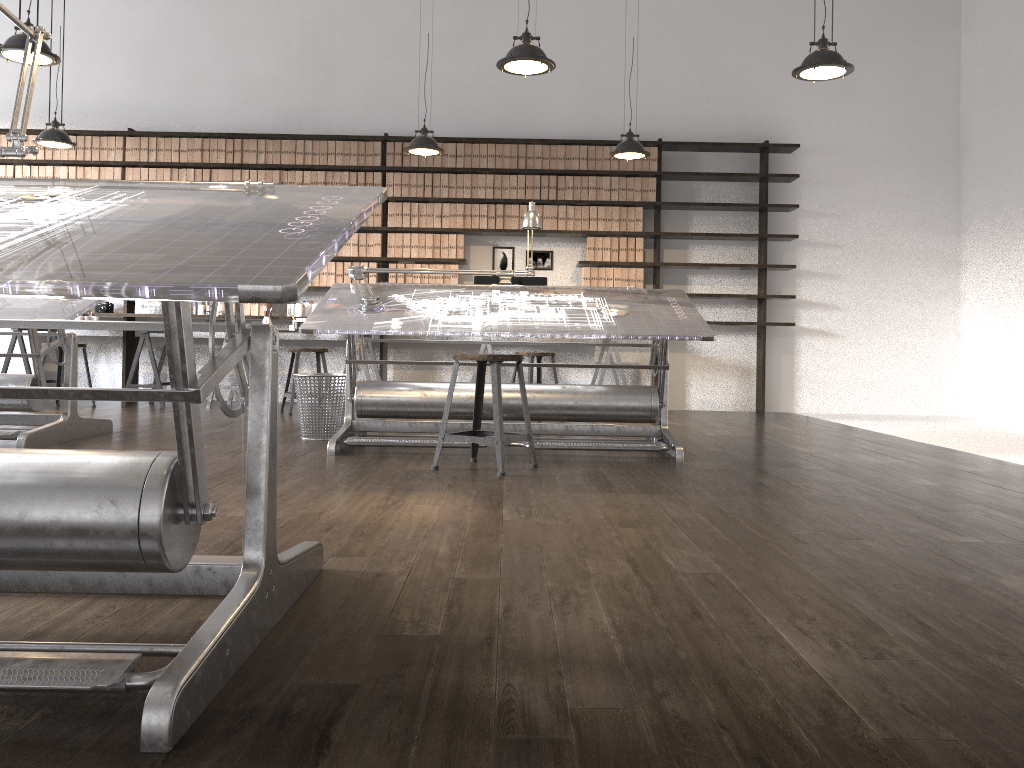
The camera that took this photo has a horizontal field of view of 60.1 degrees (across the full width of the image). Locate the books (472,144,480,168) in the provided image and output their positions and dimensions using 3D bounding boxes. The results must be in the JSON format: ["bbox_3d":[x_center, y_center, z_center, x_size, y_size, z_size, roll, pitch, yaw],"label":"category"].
[{"bbox_3d":[-0.327,-2.060,8.077,0.067,0.226,0.174,1,0,0],"label":"books"}]

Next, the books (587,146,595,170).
[{"bbox_3d":[0.717,-2.041,8.078,0.067,0.226,0.174,1,0,0],"label":"books"}]

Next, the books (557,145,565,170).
[{"bbox_3d":[0.445,-2.046,8.072,0.067,0.226,0.174,1,0,0],"label":"books"}]

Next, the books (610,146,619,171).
[{"bbox_3d":[0.929,-2.037,8.074,0.067,0.226,0.174,1,0,0],"label":"books"}]

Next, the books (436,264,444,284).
[{"bbox_3d":[-0.646,-0.967,8.056,0.067,0.226,0.174,1,0,0],"label":"books"}]

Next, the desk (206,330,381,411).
[{"bbox_3d":[-1.845,-0.123,7.665,1.668,0.670,0.656,1,1,0],"label":"desk"}]

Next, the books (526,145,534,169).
[{"bbox_3d":[0.165,-2.051,8.078,0.067,0.226,0.174,1,0,0],"label":"books"}]

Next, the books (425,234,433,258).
[{"bbox_3d":[-0.746,-1.244,8.059,0.067,0.226,0.174,1,0,0],"label":"books"}]

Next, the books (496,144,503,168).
[{"bbox_3d":[-0.113,-2.056,8.070,0.067,0.226,0.174,1,0,0],"label":"books"}]

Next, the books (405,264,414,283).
[{"bbox_3d":[-0.927,-0.972,8.062,0.067,0.226,0.174,1,0,0],"label":"books"}]

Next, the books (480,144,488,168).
[{"bbox_3d":[-0.258,-2.059,8.073,0.067,0.226,0.174,1,0,0],"label":"books"}]

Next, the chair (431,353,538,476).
[{"bbox_3d":[-0.112,0.128,4.011,0.372,0.528,0.358,1,0,28],"label":"chair"}]

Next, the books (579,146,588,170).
[{"bbox_3d":[0.647,-2.042,8.074,0.067,0.226,0.174,1,0,0],"label":"books"}]

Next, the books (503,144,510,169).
[{"bbox_3d":[-0.050,-2.055,8.075,0.067,0.225,0.174,1,0,0],"label":"books"}]

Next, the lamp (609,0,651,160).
[{"bbox_3d":[0.910,-2.850,6.708,0.311,2.254,0.312,1,-1,24],"label":"lamp"}]

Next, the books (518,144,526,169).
[{"bbox_3d":[0.090,-2.052,8.072,0.067,0.226,0.174,1,0,0],"label":"books"}]

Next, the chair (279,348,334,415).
[{"bbox_3d":[-1.630,-0.022,7.052,0.371,0.528,0.358,1,0,-27],"label":"chair"}]

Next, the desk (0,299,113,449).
[{"bbox_3d":[-3.373,-0.404,4.891,2.279,1.387,1.076,1,0,0],"label":"desk"}]

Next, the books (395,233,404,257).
[{"bbox_3d":[-1.018,-1.249,8.063,0.067,0.226,0.174,1,0,0],"label":"books"}]

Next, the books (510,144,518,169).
[{"bbox_3d":[0.016,-2.054,8.078,0.067,0.225,0.174,1,0,0],"label":"books"}]

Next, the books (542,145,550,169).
[{"bbox_3d":[0.307,-2.049,8.078,0.067,0.226,0.174,1,0,0],"label":"books"}]

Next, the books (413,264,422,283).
[{"bbox_3d":[-0.855,-0.971,8.057,0.067,0.226,0.174,1,0,0],"label":"books"}]

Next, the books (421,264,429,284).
[{"bbox_3d":[-0.785,-0.970,8.061,0.067,0.226,0.174,1,0,0],"label":"books"}]

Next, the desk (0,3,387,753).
[{"bbox_3d":[-1.323,-0.238,1.710,2.068,1.387,1.076,1,0,0],"label":"desk"}]

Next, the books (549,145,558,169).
[{"bbox_3d":[0.378,-2.047,8.078,0.067,0.226,0.174,1,0,0],"label":"books"}]

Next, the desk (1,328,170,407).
[{"bbox_3d":[-3.609,-0.156,7.659,1.668,0.670,0.656,1,1,0],"label":"desk"}]

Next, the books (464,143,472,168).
[{"bbox_3d":[-0.397,-2.062,8.075,0.067,0.226,0.174,1,0,0],"label":"books"}]

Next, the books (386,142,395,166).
[{"bbox_3d":[-1.099,-2.074,8.074,0.067,0.225,0.174,1,0,0],"label":"books"}]

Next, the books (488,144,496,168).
[{"bbox_3d":[-0.185,-2.057,8.070,0.067,0.226,0.174,1,0,0],"label":"books"}]

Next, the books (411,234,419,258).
[{"bbox_3d":[-0.875,-1.246,8.062,0.067,0.225,0.174,1,0,0],"label":"books"}]

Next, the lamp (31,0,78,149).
[{"bbox_3d":[-3.429,-2.930,6.695,0.310,2.254,0.312,1,-1,-21],"label":"lamp"}]

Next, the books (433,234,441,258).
[{"bbox_3d":[-0.678,-1.243,8.065,0.067,0.226,0.174,1,0,0],"label":"books"}]

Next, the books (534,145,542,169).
[{"bbox_3d":[0.236,-2.050,8.074,0.067,0.226,0.174,1,0,0],"label":"books"}]

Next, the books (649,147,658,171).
[{"bbox_3d":[1.279,-2.031,8.078,0.067,0.226,0.174,1,0,0],"label":"books"}]

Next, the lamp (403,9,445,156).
[{"bbox_3d":[-0.644,-2.879,6.703,0.311,2.254,0.312,1,-1,24],"label":"lamp"}]

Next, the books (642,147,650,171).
[{"bbox_3d":[1.209,-2.032,8.082,0.067,0.226,0.174,1,0,0],"label":"books"}]

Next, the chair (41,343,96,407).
[{"bbox_3d":[-3.604,-0.061,7.115,0.372,0.528,0.358,1,0,8],"label":"chair"}]

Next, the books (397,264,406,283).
[{"bbox_3d":[-1.002,-0.974,8.056,0.067,0.226,0.174,1,0,0],"label":"books"}]

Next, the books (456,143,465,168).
[{"bbox_3d":[-0.468,-2.063,8.071,0.067,0.226,0.174,1,0,0],"label":"books"}]

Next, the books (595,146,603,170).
[{"bbox_3d":[0.787,-2.040,8.080,0.067,0.226,0.174,1,0,0],"label":"books"}]

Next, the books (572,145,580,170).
[{"bbox_3d":[0.575,-2.044,8.076,0.067,0.225,0.174,1,0,0],"label":"books"}]

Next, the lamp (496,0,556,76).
[{"bbox_3d":[0.094,-2.783,4.647,0.311,2.254,0.312,1,-1,24],"label":"lamp"}]

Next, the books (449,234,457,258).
[{"bbox_3d":[-0.536,-1.240,8.061,0.067,0.226,0.174,1,0,0],"label":"books"}]

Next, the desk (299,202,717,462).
[{"bbox_3d":[-0.021,-0.342,4.901,2.068,1.387,1.076,1,0,0],"label":"desk"}]

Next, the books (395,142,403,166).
[{"bbox_3d":[-1.025,-2.073,8.069,0.067,0.226,0.174,1,0,0],"label":"books"}]

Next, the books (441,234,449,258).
[{"bbox_3d":[-0.607,-1.242,8.065,0.067,0.226,0.174,1,0,0],"label":"books"}]

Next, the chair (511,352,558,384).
[{"bbox_3d":[0.181,0.010,7.084,0.358,0.528,0.372,1,0,-32],"label":"chair"}]

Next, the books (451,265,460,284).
[{"bbox_3d":[-0.517,-0.965,8.059,0.067,0.225,0.174,1,0,0],"label":"books"}]

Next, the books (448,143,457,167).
[{"bbox_3d":[-0.540,-2.064,8.072,0.067,0.225,0.174,1,0,0],"label":"books"}]

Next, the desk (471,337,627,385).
[{"bbox_3d":[0.296,-0.084,7.671,1.668,0.670,0.656,1,1,0],"label":"desk"}]

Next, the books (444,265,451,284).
[{"bbox_3d":[-0.580,-0.966,8.061,0.067,0.225,0.174,1,0,0],"label":"books"}]

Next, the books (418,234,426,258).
[{"bbox_3d":[-0.812,-1.245,8.063,0.067,0.225,0.174,1,0,0],"label":"books"}]

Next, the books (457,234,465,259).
[{"bbox_3d":[-0.465,-1.239,8.066,0.067,0.226,0.174,1,0,0],"label":"books"}]

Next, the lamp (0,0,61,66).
[{"bbox_3d":[-2.509,-2.830,4.639,0.311,2.254,0.312,1,-1,20],"label":"lamp"}]

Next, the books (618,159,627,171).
[{"bbox_3d":[1.002,-2.036,8.074,0.067,0.226,0.174,1,0,0],"label":"books"}]

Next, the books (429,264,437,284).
[{"bbox_3d":[-0.714,-0.968,8.062,0.067,0.226,0.174,1,0,0],"label":"books"}]

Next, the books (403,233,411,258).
[{"bbox_3d":[-0.948,-1.248,8.059,0.067,0.226,0.174,1,0,0],"label":"books"}]

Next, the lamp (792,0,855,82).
[{"bbox_3d":[1.648,-2.754,4.652,0.310,2.254,0.312,1,-1,-21],"label":"lamp"}]

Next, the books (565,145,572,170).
[{"bbox_3d":[0.512,-2.045,8.077,0.067,0.225,0.174,1,0,0],"label":"books"}]
